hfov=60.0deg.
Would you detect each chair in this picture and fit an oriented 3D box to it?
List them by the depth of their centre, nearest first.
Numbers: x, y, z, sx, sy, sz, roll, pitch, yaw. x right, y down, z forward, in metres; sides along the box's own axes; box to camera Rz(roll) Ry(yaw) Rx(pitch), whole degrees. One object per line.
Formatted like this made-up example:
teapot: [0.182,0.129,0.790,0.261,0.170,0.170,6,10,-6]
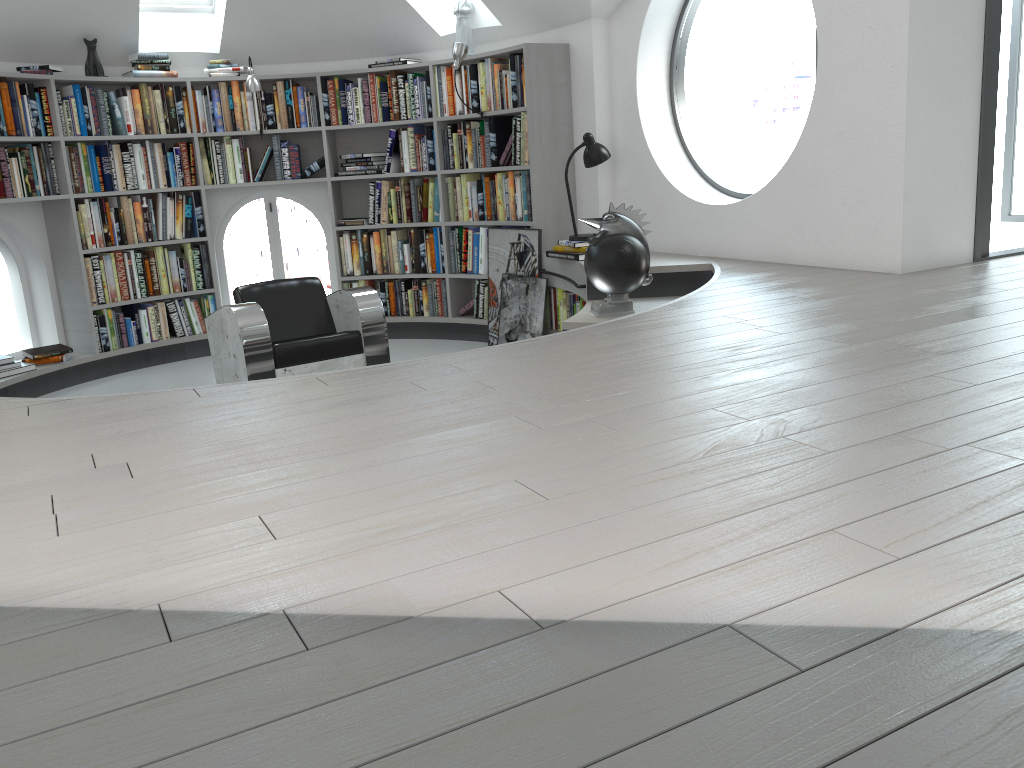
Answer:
chair: [-1.241,-0.222,5.115,0.825,0.715,0.744,-12,16,-32]

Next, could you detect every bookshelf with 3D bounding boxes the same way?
bookshelf: [-1.956,-1.184,6.021,4.342,1.868,2.117,-11,15,-27]

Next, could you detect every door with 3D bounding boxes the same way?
door: [2.013,-1.867,4.591,0.080,2.332,1.056,-10,14,-27]
door: [3.623,-2.171,5.400,0.080,2.332,1.054,-15,17,-41]

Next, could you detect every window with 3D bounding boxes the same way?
window: [1.402,-1.798,5.065,0.104,1.461,1.477,-10,15,-27]
window: [-2.067,-2.900,5.643,4.064,0.709,1.941,-11,16,-27]
window: [-2.788,-0.846,6.614,3.243,1.144,0.618,-16,18,-41]

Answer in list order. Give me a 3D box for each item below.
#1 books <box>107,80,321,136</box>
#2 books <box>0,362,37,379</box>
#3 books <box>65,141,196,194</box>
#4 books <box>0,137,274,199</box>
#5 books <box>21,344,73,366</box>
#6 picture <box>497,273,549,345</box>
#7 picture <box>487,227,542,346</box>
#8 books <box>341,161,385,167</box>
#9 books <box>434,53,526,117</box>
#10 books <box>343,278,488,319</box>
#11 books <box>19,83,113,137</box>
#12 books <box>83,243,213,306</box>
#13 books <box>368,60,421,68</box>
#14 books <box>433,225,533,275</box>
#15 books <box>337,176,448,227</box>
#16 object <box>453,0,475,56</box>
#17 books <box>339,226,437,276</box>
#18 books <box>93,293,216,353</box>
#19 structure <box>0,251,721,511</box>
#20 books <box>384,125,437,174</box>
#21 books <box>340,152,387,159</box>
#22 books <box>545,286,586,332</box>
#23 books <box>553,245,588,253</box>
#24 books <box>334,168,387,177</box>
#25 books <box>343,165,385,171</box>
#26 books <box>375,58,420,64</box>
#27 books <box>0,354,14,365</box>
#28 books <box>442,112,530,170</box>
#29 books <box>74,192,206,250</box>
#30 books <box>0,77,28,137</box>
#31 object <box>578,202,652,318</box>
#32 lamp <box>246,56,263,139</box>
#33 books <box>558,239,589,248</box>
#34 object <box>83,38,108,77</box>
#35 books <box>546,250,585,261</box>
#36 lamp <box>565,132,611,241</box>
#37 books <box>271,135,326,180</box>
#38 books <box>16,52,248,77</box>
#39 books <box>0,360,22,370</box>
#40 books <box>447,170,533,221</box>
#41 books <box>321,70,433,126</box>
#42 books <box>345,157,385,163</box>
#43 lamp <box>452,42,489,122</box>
books: [-2.209,-2.065,6.628,1.568,0.364,0.395,-9,14,-22]
books: [-3.375,-0.081,5.747,0.388,0.042,0.367,4,16,28]
books: [-2.791,-1.577,6.422,1.032,0.357,0.301,-16,18,-41]
books: [-2.808,-1.503,6.155,0.592,0.368,2.540,9,18,41]
books: [-3.166,-0.195,6.044,0.318,0.099,0.293,-10,15,-25]
picture: [0.068,-0.466,6.091,0.107,0.552,0.491,-13,16,-36]
picture: [0.011,-0.661,6.232,0.091,0.857,0.580,-13,16,-37]
books: [-1.145,-1.722,6.935,0.286,0.031,0.271,2,15,22]
books: [-0.131,-2.101,6.251,1.016,0.360,0.294,10,19,43]
books: [-0.658,-0.686,6.937,1.497,0.309,0.362,3,15,24]
books: [-3.084,-1.850,6.036,0.265,0.344,0.685,7,17,38]
books: [-2.706,-0.832,6.565,1.036,0.355,0.293,-16,18,-41]
books: [-0.860,-2.405,6.706,0.336,0.036,0.318,3,15,24]
books: [-0.103,-0.991,6.527,1.186,0.356,0.305,9,18,42]
books: [-0.881,-1.422,6.871,0.973,0.350,0.253,0,13,14]
object: [-0.347,-2.561,6.306,0.179,0.470,0.180,-8,13,-18]
books: [-0.937,-1.054,6.984,0.872,0.348,0.274,0,13,13]
books: [-2.693,-0.476,6.629,1.023,0.304,0.288,-16,18,-42]
structure: [-1.251,-0.185,4.994,4.709,0.689,4.740,1,15,17]
books: [-0.708,-1.798,6.765,0.553,0.348,0.257,1,14,18]
books: [-1.149,-1.783,6.922,0.286,0.031,0.270,9,19,41]
books: [0.479,-0.433,5.640,0.272,0.296,1.154,-7,14,-13]
books: [0.469,-0.868,5.629,0.287,0.034,0.305,-14,17,-36]
books: [-1.141,-1.660,6.949,0.388,0.042,0.368,-1,14,12]
books: [-1.143,-1.692,6.942,0.285,0.031,0.271,-2,14,7]
books: [-0.861,-2.432,6.700,0.248,0.027,0.234,6,17,34]
books: [-3.379,-0.145,5.733,0.227,0.036,0.214,7,18,37]
books: [-0.100,-1.727,6.324,0.280,0.356,1.055,-15,18,-41]
books: [-2.739,-1.203,6.472,0.298,0.349,1.001,9,19,44]
books: [-3.364,-1.692,5.430,0.269,0.370,0.798,0,14,15]
object: [0.525,-0.632,4.465,0.321,0.559,0.321,5,16,34]
lamp: [-1.893,-2.086,6.489,0.113,0.563,0.359,-8,14,-20]
books: [0.467,-0.900,5.622,0.269,0.031,0.287,-8,15,-17]
object: [-2.894,-2.252,6.147,0.147,0.263,0.202,-11,15,-30]
books: [0.471,-0.833,5.637,0.366,0.042,0.389,-11,16,-27]
lamp: [0.479,-1.238,5.559,0.323,0.656,0.235,-6,13,-12]
books: [-1.633,-1.762,6.877,0.399,0.338,0.225,-5,13,-8]
books: [-2.968,-2.097,5.720,0.748,0.172,2.829,5,16,32]
books: [-3.377,-0.114,5.740,0.286,0.031,0.270,7,18,37]
books: [-0.067,-1.355,6.407,0.276,0.345,1.023,-15,18,-41]
books: [-0.991,-2.170,6.736,0.969,0.365,0.308,0,14,15]
books: [-1.147,-1.752,6.929,0.226,0.036,0.215,2,15,22]
lamp: [-0.273,-2.068,6.084,0.276,0.522,0.112,-13,16,-36]
